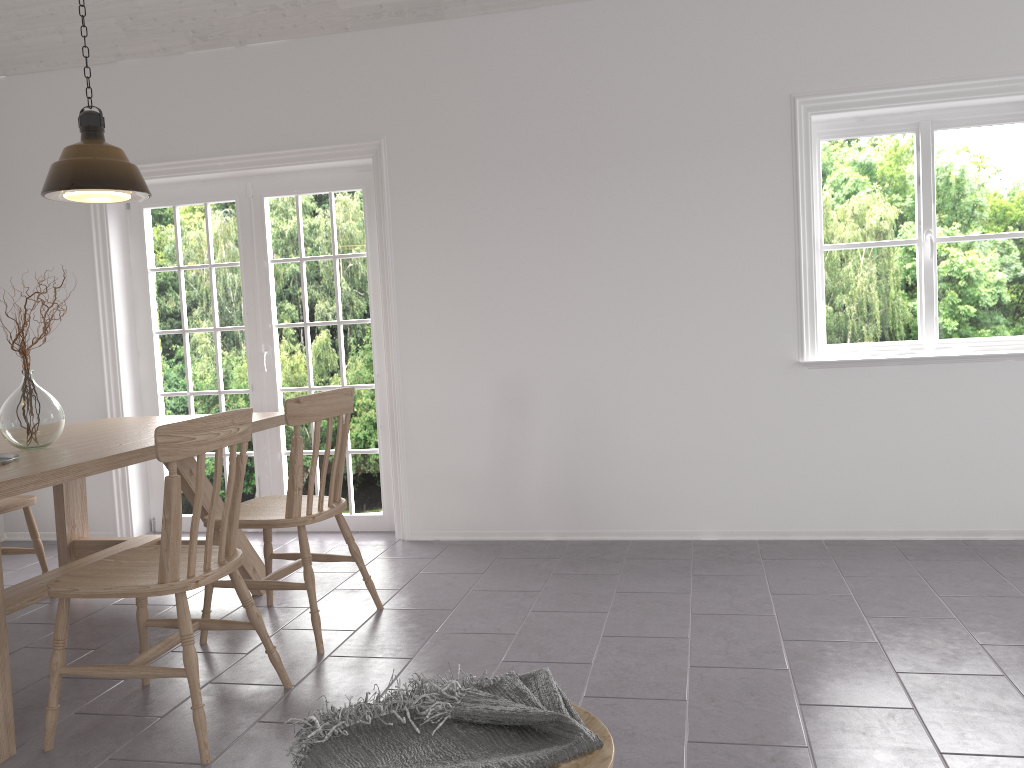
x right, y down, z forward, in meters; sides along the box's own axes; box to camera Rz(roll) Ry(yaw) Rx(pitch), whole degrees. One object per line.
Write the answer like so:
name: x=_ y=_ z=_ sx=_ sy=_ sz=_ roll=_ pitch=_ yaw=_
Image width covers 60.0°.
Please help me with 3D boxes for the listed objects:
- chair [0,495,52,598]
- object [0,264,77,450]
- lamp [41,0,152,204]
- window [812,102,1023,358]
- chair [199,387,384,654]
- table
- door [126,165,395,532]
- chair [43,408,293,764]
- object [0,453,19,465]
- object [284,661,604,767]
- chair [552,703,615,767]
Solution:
chair: x=-2.358 y=0.527 z=3.765 sx=0.519 sy=0.902 sz=0.506 roll=-2 pitch=4 yaw=12
object: x=-1.699 y=-0.102 z=3.182 sx=0.291 sy=0.666 sz=0.313 roll=-5 pitch=4 yaw=-25
lamp: x=-1.735 y=-1.644 z=3.555 sx=0.410 sy=1.796 sz=0.410 roll=-7 pitch=5 yaw=-43
window: x=1.971 y=-0.701 z=4.198 sx=1.055 sy=1.168 sz=0.120 roll=-2 pitch=4 yaw=12
chair: x=-0.854 y=0.474 z=3.357 sx=0.519 sy=0.902 sz=0.506 roll=-2 pitch=4 yaw=17
table: x=-1.724 y=0.608 z=3.205 sx=1.001 sy=0.749 sz=2.300 roll=-2 pitch=4 yaw=12
door: x=-1.410 y=-0.143 z=4.980 sx=1.571 sy=2.024 sz=0.115 roll=-2 pitch=4 yaw=12
chair: x=-1.018 y=0.534 z=2.584 sx=0.519 sy=0.902 sz=0.506 roll=-2 pitch=4 yaw=12
object: x=-1.782 y=0.256 z=2.802 sx=0.394 sy=0.014 sz=0.394 roll=-6 pitch=5 yaw=-34
object: x=-0.111 y=0.528 z=1.364 sx=0.462 sy=0.120 sz=0.348 roll=-4 pitch=4 yaw=-18
chair: x=-0.052 y=0.779 z=1.332 sx=0.431 sy=0.479 sz=0.431 roll=-1 pitch=4 yaw=29
